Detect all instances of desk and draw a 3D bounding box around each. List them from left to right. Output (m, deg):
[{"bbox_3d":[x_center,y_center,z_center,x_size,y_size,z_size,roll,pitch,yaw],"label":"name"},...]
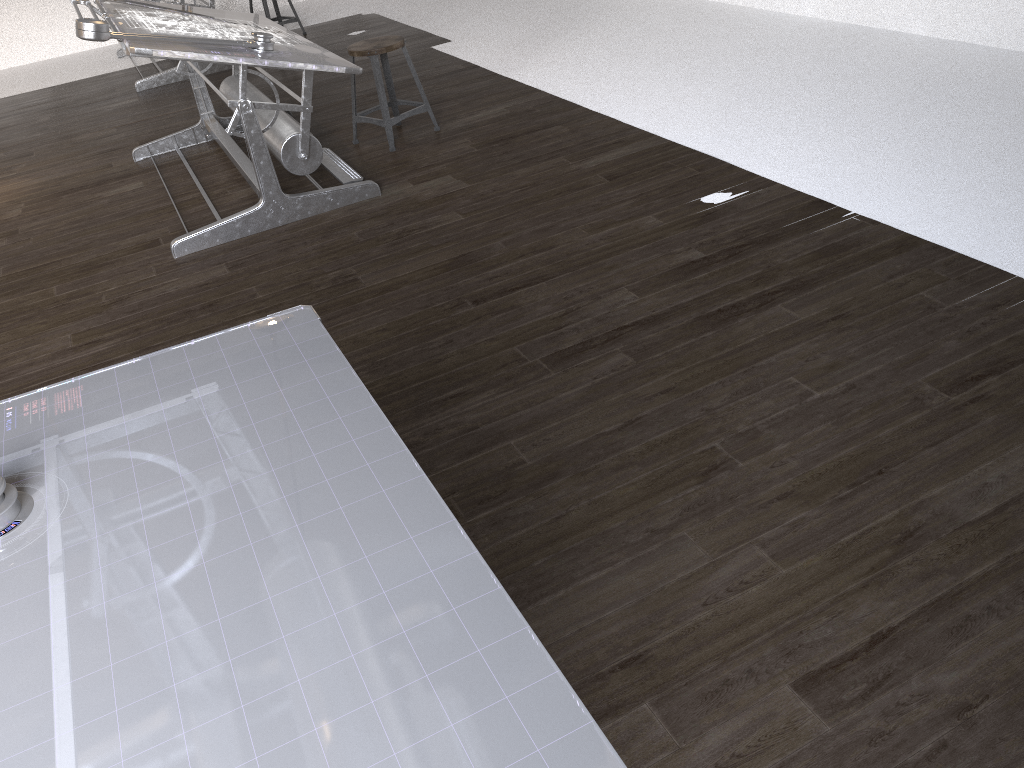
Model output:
[{"bbox_3d":[-0.582,0.486,1.008,1.178,1.162,1.291,-21,34,-18],"label":"desk"},{"bbox_3d":[-3.031,-3.410,7.443,1.082,1.355,2.105,-21,34,-18],"label":"desk"},{"bbox_3d":[-1.575,-1.670,4.397,1.082,1.355,2.105,-21,34,-18],"label":"desk"}]

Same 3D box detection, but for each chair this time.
[{"bbox_3d":[-2.143,-3.339,7.895,0.361,0.516,0.377,20,42,38],"label":"chair"},{"bbox_3d":[-0.687,-1.596,4.844,0.361,0.516,0.377,20,42,38],"label":"chair"}]
